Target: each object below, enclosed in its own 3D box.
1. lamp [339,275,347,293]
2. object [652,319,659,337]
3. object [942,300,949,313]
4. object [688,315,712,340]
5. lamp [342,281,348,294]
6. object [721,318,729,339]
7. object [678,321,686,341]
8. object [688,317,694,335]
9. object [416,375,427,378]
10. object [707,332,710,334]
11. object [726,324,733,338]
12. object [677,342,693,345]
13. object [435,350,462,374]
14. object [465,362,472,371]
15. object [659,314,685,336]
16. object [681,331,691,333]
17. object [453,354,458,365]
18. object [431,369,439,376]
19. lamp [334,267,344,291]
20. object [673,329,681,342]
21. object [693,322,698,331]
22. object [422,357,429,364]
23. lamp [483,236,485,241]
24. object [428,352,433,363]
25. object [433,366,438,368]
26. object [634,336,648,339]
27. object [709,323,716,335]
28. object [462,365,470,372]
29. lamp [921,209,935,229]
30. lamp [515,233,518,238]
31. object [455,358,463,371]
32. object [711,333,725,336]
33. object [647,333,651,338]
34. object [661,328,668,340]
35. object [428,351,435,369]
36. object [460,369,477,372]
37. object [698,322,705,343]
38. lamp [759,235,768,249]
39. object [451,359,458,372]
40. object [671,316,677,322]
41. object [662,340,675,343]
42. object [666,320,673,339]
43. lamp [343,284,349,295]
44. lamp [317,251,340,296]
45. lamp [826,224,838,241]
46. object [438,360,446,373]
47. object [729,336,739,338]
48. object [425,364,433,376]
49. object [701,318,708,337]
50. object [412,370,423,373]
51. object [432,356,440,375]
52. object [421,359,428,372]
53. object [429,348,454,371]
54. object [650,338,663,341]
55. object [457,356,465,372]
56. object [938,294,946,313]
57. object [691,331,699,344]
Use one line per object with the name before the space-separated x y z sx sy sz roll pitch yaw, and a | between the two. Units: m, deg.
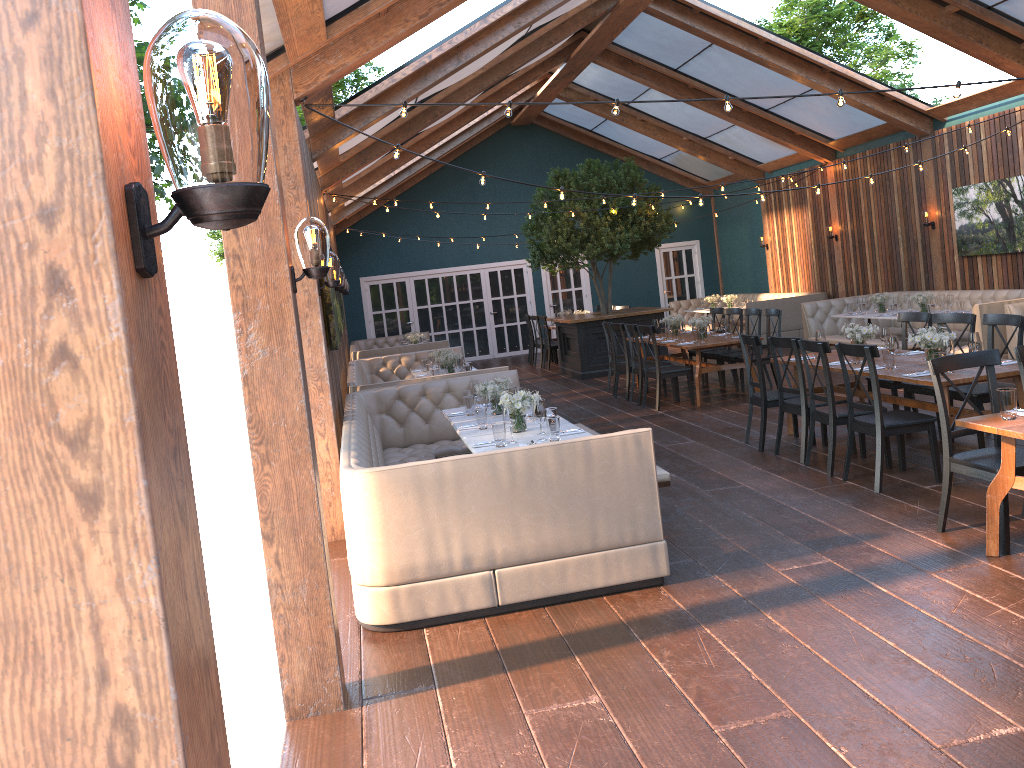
lamp | -2.312 -1.334 11.935 0.178 0.319 0.146 -7 3 -10
object | 2.014 -0.785 12.422 0.092 0.244 0.093 -4 4 38
object | 5.718 -1.022 11.666 0.092 0.158 0.092 -8 4 -23
object | 2.387 -0.718 11.191 0.328 0.308 0.338 -4 5 28
lamp | -2.793 -1.592 14.638 0.178 0.319 0.146 -7 3 -10
object | 2.641 -0.688 10.962 0.092 0.244 0.093 -6 3 16
object | 2.183 -0.679 11.340 0.092 0.244 0.092 -7 3 -7
object | 2.449 -0.790 12.045 0.092 0.244 0.092 -7 3 -12
object | -1.087 -0.110 11.162 0.255 0.019 0.158 -8 7 -9
object | 2.612 -0.686 11.987 0.255 0.019 0.158 -8 7 -9
object | 2.710 -0.661 11.037 0.091 0.158 0.092 -5 4 27
object | 2.154 -0.503 10.835 0.255 0.019 0.158 -8 7 -9
object | -0.757 -0.242 10.717 0.336 0.308 0.331 -6 5 7
object | -0.519 -0.178 10.583 0.092 0.158 0.092 -8 4 -23
object | 2.232 -0.820 12.228 0.337 0.308 0.330 -8 5 -14
object | 2.499 -0.743 12.557 0.255 0.019 0.158 -8 7 -9
object | -0.780 -0.326 12.112 0.092 0.158 0.092 -8 4 -23
object | -0.880 -0.094 10.213 0.092 0.158 0.092 -8 4 -23
lamp | -1.828 -1.074 9.210 0.178 0.319 0.146 -7 3 -10
object | 2.098 -0.613 11.231 0.091 0.158 0.092 -5 4 17
object | 2.511 -0.769 12.132 0.091 0.158 0.092 -5 4 17
object | -1.178 -0.286 12.165 0.092 0.158 0.092 -8 4 -23
lamp | -0.608 -3.113 18.918 0.056 0.120 0.056 -6 4 14
object | -1.075 -0.303 11.835 0.092 0.244 0.093 -4 4 38
object | -1.018 -0.243 12.243 0.157 0.019 0.256 -8 7 -9
object | 1.852 -0.662 12.505 0.255 0.019 0.158 -8 7 -9
object | 2.631 -0.718 11.610 0.092 0.158 0.091 -10 5 -43
object | -0.523 -0.133 10.194 0.091 0.158 0.092 -5 4 27
lamp | 6.312 -2.502 13.439 0.178 0.319 0.146 -7 3 -10
lamp | 0.095 -3.227 19.262 0.066 0.117 0.057 -4 4 34
object | -0.607 -0.175 10.267 0.092 0.244 0.093 -4 4 38
object | 2.699 -0.638 11.456 0.255 0.019 0.158 -8 7 -9
object | 1.927 -0.720 12.327 0.092 0.158 0.092 -6 4 7
object | 2.032 -0.665 11.747 0.092 0.158 0.092 -7 4 -3
object | -1.102 -0.328 12.077 0.092 0.244 0.093 -4 4 38
object | -0.566 -0.172 11.177 0.255 0.019 0.158 -8 7 -9
object | 2.310 -0.626 10.763 0.092 0.244 0.092 -7 3 -7
lamp | 5.350 -3.019 18.847 0.178 0.319 0.146 -7 3 -10
object | -0.735 -0.273 11.241 0.092 0.244 0.093 -4 4 38
object | 2.310 -0.843 12.630 0.092 0.244 0.092 -8 4 -29
object | 2.054 -0.558 11.408 0.255 0.019 0.158 -8 7 -9
object | 2.109 -0.728 11.837 0.092 0.244 0.092 -7 3 -12
lamp | -3.274 -1.851 17.343 0.178 0.319 0.146 -7 3 -10
lamp | -1.349 -0.817 6.519 0.178 0.319 0.146 -7 3 -10
lamp | 5.831 -2.760 16.142 0.178 0.319 0.146 -7 3 -10
object | -0.807 -0.156 10.308 0.092 0.244 0.092 -7 3 -7
object | 2.800 -0.583 10.878 0.255 0.019 0.158 -8 7 -9
object | -1.023 -0.169 11.003 0.092 0.158 0.092 -8 4 -23
object | 2.511 -0.738 11.518 0.092 0.244 0.093 -5 4 33
object | -1.221 -0.183 11.927 0.255 0.019 0.158 -8 7 -9
object | -0.949 -0.231 11.091 0.092 0.244 0.093 -4 4 38
object | -1.155 -0.242 11.765 0.092 0.158 0.092 -8 4 -23
object | -0.926 -0.332 11.662 0.336 0.308 0.330 -6 5 3
object | 1.976 -0.608 11.914 0.255 0.019 0.158 -8 7 -9
object | -0.598 -0.203 10.502 0.092 0.244 0.093 -4 4 38
object | 5.639 -1.047 11.585 0.092 0.244 0.093 -4 4 38
object | 2.214 -0.560 10.658 0.091 0.158 0.092 -5 4 27
